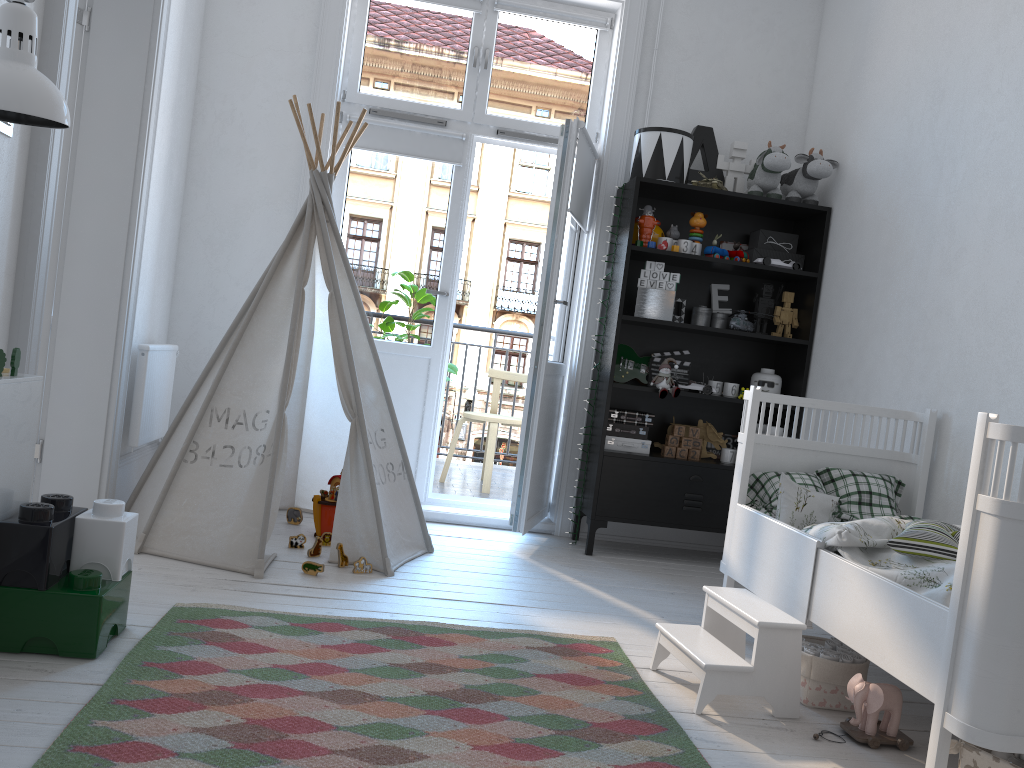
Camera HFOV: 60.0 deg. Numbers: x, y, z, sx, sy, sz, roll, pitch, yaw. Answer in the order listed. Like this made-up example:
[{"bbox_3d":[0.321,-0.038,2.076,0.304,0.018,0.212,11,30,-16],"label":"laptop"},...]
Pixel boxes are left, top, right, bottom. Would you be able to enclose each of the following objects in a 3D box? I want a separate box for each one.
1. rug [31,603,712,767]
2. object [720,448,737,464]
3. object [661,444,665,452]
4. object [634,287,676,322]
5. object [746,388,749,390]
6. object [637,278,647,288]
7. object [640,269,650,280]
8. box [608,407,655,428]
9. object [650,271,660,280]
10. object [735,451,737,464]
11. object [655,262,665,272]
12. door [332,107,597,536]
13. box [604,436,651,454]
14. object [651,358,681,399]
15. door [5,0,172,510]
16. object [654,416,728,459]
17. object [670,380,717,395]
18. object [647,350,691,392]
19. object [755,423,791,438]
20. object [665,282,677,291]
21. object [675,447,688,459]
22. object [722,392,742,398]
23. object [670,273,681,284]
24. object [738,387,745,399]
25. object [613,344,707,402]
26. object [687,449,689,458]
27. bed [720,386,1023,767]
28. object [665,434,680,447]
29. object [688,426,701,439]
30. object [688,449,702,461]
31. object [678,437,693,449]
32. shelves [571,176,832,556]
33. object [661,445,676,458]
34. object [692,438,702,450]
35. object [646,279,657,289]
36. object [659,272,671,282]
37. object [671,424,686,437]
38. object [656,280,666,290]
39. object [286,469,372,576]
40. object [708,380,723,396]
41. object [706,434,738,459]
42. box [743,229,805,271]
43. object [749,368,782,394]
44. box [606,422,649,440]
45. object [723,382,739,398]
[{"bbox_3d":[-0.199,0.745,1.637,1.320,0.016,2.028,7,2,-8],"label":"rug"},{"bbox_3d":[1.001,0.334,4.103,0.067,0.067,0.067,8,2,6],"label":"object"},{"bbox_3d":[0.722,0.307,4.100,0.050,0.050,0.050,7,2,-8],"label":"object"},{"bbox_3d":[0.644,-0.356,4.012,0.170,0.138,0.124,8,2,7],"label":"object"},{"bbox_3d":[1.083,0.045,4.087,0.042,0.054,0.031,7,2,-8],"label":"object"},{"bbox_3d":[0.585,-0.451,3.981,0.040,0.040,0.040,8,2,7],"label":"object"},{"bbox_3d":[0.596,-0.490,3.979,0.040,0.040,0.040,7,2,2],"label":"object"},{"bbox_3d":[0.531,0.152,4.103,0.216,0.062,0.179,7,2,-8],"label":"box"},{"bbox_3d":[0.641,-0.484,3.974,0.040,0.040,0.040,8,2,12],"label":"object"},{"bbox_3d":[1.057,0.343,4.056,0.067,0.067,0.067,8,2,6],"label":"object"},{"bbox_3d":[0.659,-0.522,3.970,0.040,0.040,0.040,7,2,2],"label":"object"},{"bbox_3d":[-0.290,-0.313,4.061,1.264,1.839,0.636,7,2,-6],"label":"door"},{"bbox_3d":[0.515,0.274,4.106,0.216,0.062,0.179,7,2,-8],"label":"box"},{"bbox_3d":[0.687,-0.025,3.922,0.110,0.186,0.129,7,2,-21],"label":"object"},{"bbox_3d":[-1.532,-0.553,3.044,0.505,2.178,1.464,7,2,-23],"label":"door"},{"bbox_3d":[0.848,0.255,4.193,0.337,0.186,0.111,8,2,7],"label":"object"},{"bbox_3d":[0.822,0.016,4.060,0.230,0.048,0.098,8,2,17],"label":"object"},{"bbox_3d":[0.747,-0.072,4.196,0.201,0.199,0.048,7,2,-8],"label":"object"},{"bbox_3d":[1.189,0.291,4.151,0.132,0.199,0.267,7,2,-8],"label":"object"},{"bbox_3d":[0.712,-0.434,3.965,0.040,0.040,0.040,8,2,22],"label":"object"},{"bbox_3d":[0.772,0.315,4.052,0.050,0.050,0.050,7,2,-3],"label":"object"},{"bbox_3d":[1.028,0.044,4.239,0.163,0.034,0.069,7,2,-8],"label":"object"},{"bbox_3d":[0.729,-0.473,3.962,0.040,0.040,0.040,8,2,17],"label":"object"},{"bbox_3d":[1.048,0.043,4.029,0.031,0.054,0.042,9,3,42],"label":"object"},{"bbox_3d":[0.700,-0.047,4.218,0.542,0.239,0.093,7,2,-7],"label":"object"},{"bbox_3d":[0.837,0.322,4.119,0.050,0.050,0.050,7,2,-8],"label":"object"},{"bbox_3d":[1.142,0.485,2.416,0.670,0.833,1.403,7,2,-8],"label":"bed"},{"bbox_3d":[0.735,0.260,4.064,0.050,0.050,0.050,7,2,-8],"label":"object"},{"bbox_3d":[0.837,0.223,4.070,0.050,0.050,0.050,8,2,12],"label":"object"},{"bbox_3d":[0.837,0.323,4.061,0.050,0.050,0.050,8,2,22],"label":"object"},{"bbox_3d":[0.793,0.268,4.052,0.050,0.050,0.050,7,2,-8],"label":"object"},{"bbox_3d":[0.861,-0.026,4.116,0.911,1.678,0.353,7,2,-8],"label":"shelves"},{"bbox_3d":[0.714,0.308,4.044,0.050,0.050,0.050,7,2,-8],"label":"object"},{"bbox_3d":[0.842,0.273,4.086,0.050,0.050,0.050,7,2,-8],"label":"object"},{"bbox_3d":[0.624,-0.446,3.984,0.040,0.040,0.040,7,2,-3],"label":"object"},{"bbox_3d":[0.685,-0.478,3.968,0.040,0.040,0.040,8,2,22],"label":"object"},{"bbox_3d":[0.760,0.213,4.057,0.050,0.050,0.050,7,2,-8],"label":"object"},{"bbox_3d":[0.667,-0.440,3.971,0.040,0.040,0.040,8,2,7],"label":"object"},{"bbox_3d":[-0.653,0.500,3.431,0.385,0.284,0.856,7,2,-16],"label":"object"},{"bbox_3d":[0.942,0.020,4.115,0.067,0.067,0.067,8,2,6],"label":"object"},{"bbox_3d":[0.982,0.298,4.303,0.347,0.120,0.034,7,2,-8],"label":"object"},{"bbox_3d":[1.236,-0.618,4.179,0.251,0.189,0.179,7,2,-8],"label":"box"},{"bbox_3d":[1.187,0.009,4.151,0.139,0.162,0.139,6,2,-33],"label":"object"},{"bbox_3d":[0.504,0.210,4.101,0.216,0.062,0.179,7,2,-8],"label":"box"},{"bbox_3d":[1.006,0.029,4.077,0.067,0.067,0.067,8,2,6],"label":"object"}]
